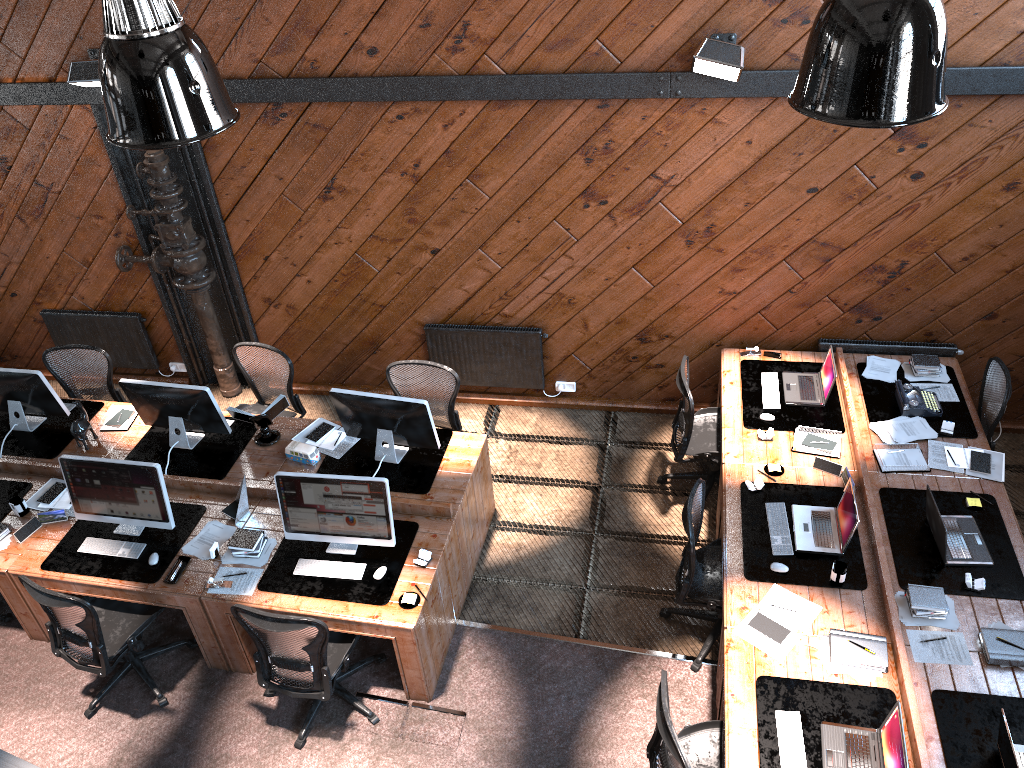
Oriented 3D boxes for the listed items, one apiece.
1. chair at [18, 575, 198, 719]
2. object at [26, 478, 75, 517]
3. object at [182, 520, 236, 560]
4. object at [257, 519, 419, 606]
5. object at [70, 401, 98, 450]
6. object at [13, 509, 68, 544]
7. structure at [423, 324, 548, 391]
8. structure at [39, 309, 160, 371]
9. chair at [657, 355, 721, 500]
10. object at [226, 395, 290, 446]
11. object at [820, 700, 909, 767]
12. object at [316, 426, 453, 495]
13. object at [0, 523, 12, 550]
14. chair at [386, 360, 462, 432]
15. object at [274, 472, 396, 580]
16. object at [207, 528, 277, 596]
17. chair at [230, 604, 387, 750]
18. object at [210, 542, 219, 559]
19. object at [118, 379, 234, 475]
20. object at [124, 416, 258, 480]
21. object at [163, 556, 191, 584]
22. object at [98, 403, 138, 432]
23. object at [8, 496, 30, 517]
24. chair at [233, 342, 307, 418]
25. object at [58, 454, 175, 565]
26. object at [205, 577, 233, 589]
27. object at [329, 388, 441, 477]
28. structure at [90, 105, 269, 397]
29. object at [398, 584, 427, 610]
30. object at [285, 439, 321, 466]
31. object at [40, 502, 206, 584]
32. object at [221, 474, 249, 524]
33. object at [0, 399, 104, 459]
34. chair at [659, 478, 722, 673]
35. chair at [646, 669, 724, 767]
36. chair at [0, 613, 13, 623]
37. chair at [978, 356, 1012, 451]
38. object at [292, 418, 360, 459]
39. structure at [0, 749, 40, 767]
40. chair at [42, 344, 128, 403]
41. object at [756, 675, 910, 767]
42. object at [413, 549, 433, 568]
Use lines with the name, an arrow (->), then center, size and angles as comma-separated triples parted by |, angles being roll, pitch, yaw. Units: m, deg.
chair -> -2.561, 1.459, 5.567 | 0.770, 1.085, 0.792 | 2, 37, 10
object -> -3.130, 0.783, 6.175 | 0.467, 0.017, 0.304 | 8, 38, 17
object -> -1.960, 1.010, 5.749 | 0.246, 0.002, 0.315 | 13, 40, 23
object -> -1.074, 1.072, 5.552 | 0.848, 0.008, 0.687 | 4, 37, 12
object -> -3.203, 0.285, 6.592 | 0.135, 0.351, 0.229 | 2, 37, 9
object -> -3.165, 0.927, 5.941 | 0.347, 0.083, 0.129 | -30, 43, -29
structure -> -0.205, -0.219, 7.604 | 1.064, 0.628, 0.073 | 3, 37, 11
structure -> -3.823, -0.402, 8.297 | 1.064, 0.628, 0.073 | 3, 37, 11
chair -> 1.496, 0.328, 6.596 | 0.792, 1.085, 0.770 | -10, 37, -6
object -> -1.821, 0.245, 6.441 | 0.417, 0.380, 0.304 | -13, 37, -11
object -> 1.632, 1.698, 4.131 | 0.323, 0.283, 0.390 | 4, 37, 13
object -> -0.905, 0.510, 6.291 | 0.848, 0.008, 0.687 | 4, 37, 12
object -> -3.493, 1.045, 5.837 | 0.325, 0.065, 0.363 | 20, 43, 30
chair -> -0.665, 0.413, 6.748 | 0.770, 1.085, 0.792 | -4, 36, 2
object -> -1.072, 0.785, 5.480 | 0.714, 0.573, 0.610 | 2, 37, 10
object -> -1.693, 1.092, 5.524 | 0.319, 0.098, 0.478 | 2, 37, 9
chair -> -1.229, 1.530, 5.307 | 0.770, 1.085, 0.792 | -4, 36, 2
object -> -1.877, 1.055, 5.598 | 0.034, 0.102, 0.076 | 3, 37, 11
object -> -2.409, 0.181, 6.466 | 0.642, 0.578, 0.772 | -24, 40, -24
object -> -2.369, 0.448, 6.556 | 0.848, 0.008, 0.687 | 4, 37, 12
object -> -2.091, 1.160, 5.540 | 0.089, 0.031, 0.215 | 3, 37, 11
object -> -3.029, 0.245, 6.869 | 0.229, 0.060, 0.316 | -1, 37, 5
object -> -3.372, 0.832, 6.061 | 0.099, 0.138, 0.078 | 14, 41, 24
chair -> -1.996, 0.268, 7.108 | 0.770, 1.085, 0.792 | 2, 37, 10
object -> -2.520, 0.783, 5.663 | 0.654, 0.576, 0.735 | -23, 40, -23
object -> -1.792, 1.208, 5.410 | 0.159, 0.064, 0.054 | -4, 36, 1
object -> -0.848, 0.275, 6.146 | 0.663, 0.578, 0.811 | -18, 38, -17
structure -> -2.852, -1.060, 7.632 | 1.003, 2.745, 0.500 | 6, 38, 15
object -> -0.597, 1.260, 5.221 | 0.154, 0.026, 0.158 | -24, 40, -23
object -> -1.488, 0.491, 6.318 | 0.253, 0.146, 0.128 | 12, 40, 22
object -> -2.537, 1.004, 5.825 | 0.848, 0.008, 0.687 | 4, 37, 12
object -> -1.833, 0.746, 5.823 | 0.178, 0.320, 0.165 | 9, 39, 18
object -> -3.715, 0.324, 6.889 | 0.848, 0.008, 0.687 | 4, 37, 12
chair -> 1.336, 1.140, 5.518 | 0.792, 1.085, 0.770 | -4, 36, 2
chair -> 1.006, 1.930, 4.491 | 0.792, 1.085, 0.770 | -16, 38, -14
chair -> -3.910, 1.432, 5.770 | 0.770, 1.085, 0.792 | -10, 37, -6
chair -> 3.143, 0.361, 6.349 | 0.792, 1.085, 0.770 | -4, 36, 2
object -> -1.346, 0.388, 6.489 | 0.467, 0.017, 0.304 | 19, 43, 29
structure -> -4.557, 1.614, 3.716 | 5.793, 4.603, 10.620 | 3, 37, 11
chair -> -3.492, 0.267, 7.294 | 0.770, 1.085, 0.792 | -10, 37, -6
object -> 1.540, 1.794, 4.254 | 0.687, 0.008, 0.848 | 3, 37, 11
object -> -0.550, 1.071, 5.442 | 0.082, 0.063, 0.106 | 14, 41, 24
